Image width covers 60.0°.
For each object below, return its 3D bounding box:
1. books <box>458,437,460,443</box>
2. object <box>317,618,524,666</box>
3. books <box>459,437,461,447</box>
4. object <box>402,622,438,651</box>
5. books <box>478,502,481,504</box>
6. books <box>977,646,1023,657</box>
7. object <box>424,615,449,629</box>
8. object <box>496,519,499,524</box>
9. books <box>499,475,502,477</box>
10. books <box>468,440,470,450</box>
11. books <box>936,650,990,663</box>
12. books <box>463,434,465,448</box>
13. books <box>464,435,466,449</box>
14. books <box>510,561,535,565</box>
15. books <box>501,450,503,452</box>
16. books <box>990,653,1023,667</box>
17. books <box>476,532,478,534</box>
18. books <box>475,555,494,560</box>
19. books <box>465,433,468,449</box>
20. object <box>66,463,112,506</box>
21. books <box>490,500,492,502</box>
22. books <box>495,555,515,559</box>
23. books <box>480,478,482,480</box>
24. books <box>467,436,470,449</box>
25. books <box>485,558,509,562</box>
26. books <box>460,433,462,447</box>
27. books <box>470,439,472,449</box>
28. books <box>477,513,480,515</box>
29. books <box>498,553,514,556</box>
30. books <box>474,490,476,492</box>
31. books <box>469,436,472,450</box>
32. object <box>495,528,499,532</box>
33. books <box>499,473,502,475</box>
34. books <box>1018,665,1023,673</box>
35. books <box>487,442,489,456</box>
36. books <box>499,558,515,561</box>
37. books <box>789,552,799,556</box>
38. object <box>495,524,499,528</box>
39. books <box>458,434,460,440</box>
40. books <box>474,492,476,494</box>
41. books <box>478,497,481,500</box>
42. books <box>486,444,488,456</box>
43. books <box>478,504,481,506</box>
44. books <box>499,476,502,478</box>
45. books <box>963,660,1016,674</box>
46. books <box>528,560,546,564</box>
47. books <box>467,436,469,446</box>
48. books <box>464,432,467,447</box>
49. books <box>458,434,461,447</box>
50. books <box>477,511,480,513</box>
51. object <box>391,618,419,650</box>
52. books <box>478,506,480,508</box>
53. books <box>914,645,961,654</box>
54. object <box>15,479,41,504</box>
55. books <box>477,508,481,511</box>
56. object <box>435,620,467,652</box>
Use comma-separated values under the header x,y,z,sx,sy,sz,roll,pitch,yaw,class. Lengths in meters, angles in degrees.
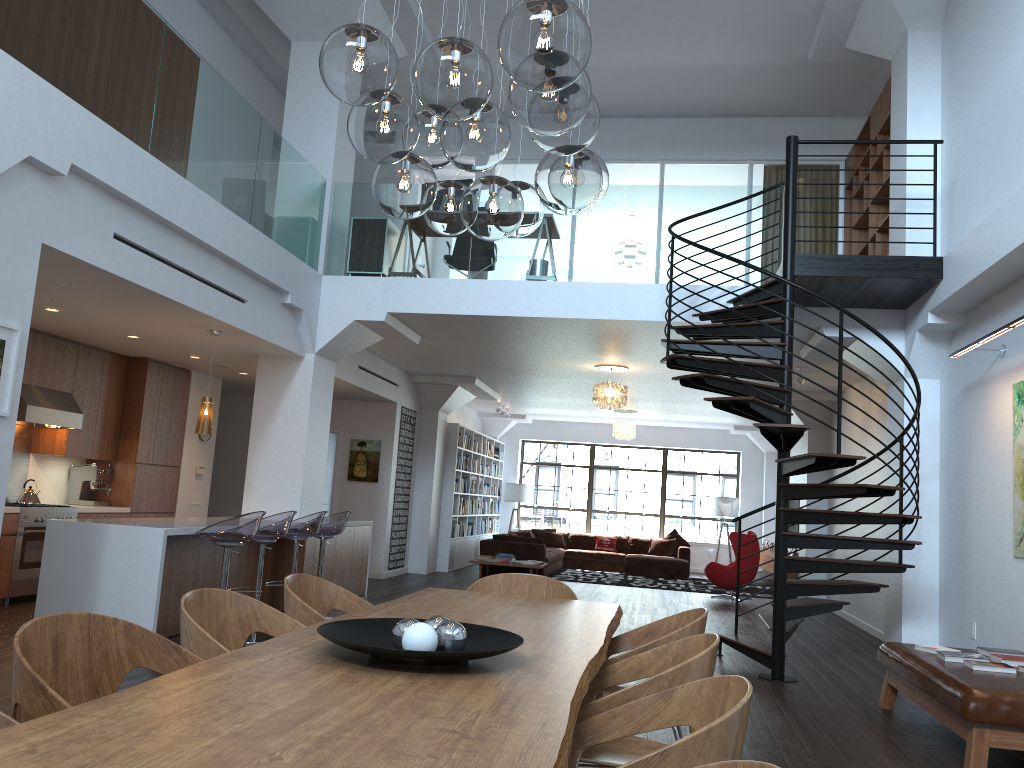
x,y,z,sx,sy,sz,roll,pitch,yaw,class
-0.971,0.941,14.773,0.167,0.210,0.162,3,-8,10,books
-0.262,0.749,2.546,0.592,0.066,0.592,9,-9,-32,object
-0.944,0.948,14.869,0.161,0.222,0.084,3,-8,10,books
-0.255,0.712,2.455,0.100,0.100,0.100,9,-9,-35,object
-0.714,2.243,16.732,0.223,0.032,0.161,3,-8,10,books
3.081,1.689,5.550,0.254,0.044,0.183,3,-8,4,books
-0.219,0.732,2.610,0.100,0.100,0.100,9,-9,-35,object
-0.463,2.876,18.567,0.316,0.088,0.410,3,-8,10,object
-0.376,1.925,18.689,0.284,0.033,0.197,0,-8,24,books
-0.830,1.039,15.565,0.174,0.243,0.085,3,-8,10,books
2.673,1.623,5.258,0.247,0.040,0.185,2,-8,13,books
-0.899,0.980,15.181,0.170,0.251,0.118,3,-8,10,books
-0.887,0.992,15.232,0.174,0.242,0.105,3,-8,10,books
0.158,2.730,13.582,0.231,0.040,0.342,10,-10,-40,books
-0.279,1.524,18.920,0.140,0.231,0.042,3,-8,10,books
3.011,1.642,5.242,0.283,0.043,0.197,3,-8,9,books
-0.803,2.792,16.625,0.284,0.035,0.197,3,-8,10,books
-0.425,2.746,14.035,0.241,0.045,0.334,2,-8,11,books
-0.872,0.989,15.384,0.197,0.290,0.136,3,-8,10,books
-4.443,1.077,9.465,0.439,0.455,0.284,3,-8,10,object
-0.523,2.344,17.821,0.223,0.031,0.161,3,-8,10,books
-0.104,2.737,14.049,0.279,0.035,0.191,1,-8,20,books
-0.689,1.778,16.690,0.224,0.030,0.161,1,-8,20,books
-0.840,1.023,15.480,0.182,0.253,0.098,3,-8,10,books
-0.236,2.714,13.658,0.236,0.035,0.340,-1,-9,34,books
-0.938,0.944,14.944,0.170,0.251,0.118,3,-8,10,books
-0.813,1.067,15.734,0.167,0.233,0.077,3,-8,10,books
-0.739,2.432,16.696,0.246,0.038,0.171,3,-8,10,books
-0.098,2.706,14.050,0.224,0.027,0.157,2,-8,15,books
-0.766,1.961,16.307,0.160,0.039,0.251,2,-8,15,books
-0.815,1.048,15.666,0.182,0.255,0.077,3,-8,10,books
-0.467,3.050,18.543,0.331,0.088,0.410,3,-8,10,object
-0.372,1.892,18.689,0.254,0.032,0.174,-3,-10,44,books
2.961,1.600,4.917,0.224,0.036,0.161,3,-8,4,books
-0.548,1.270,17.362,0.176,0.290,0.053,3,-8,10,books
-0.103,2.773,14.039,0.312,0.037,0.216,4,-7,0,books
4.717,2.839,14.803,0.250,0.053,0.400,3,-8,10,books
-0.461,2.963,18.554,0.331,0.088,0.410,3,-8,10,object
-0.976,0.926,14.683,0.182,0.215,0.188,3,-8,10,books
-0.765,2.000,16.303,0.171,0.039,0.246,3,-8,10,books
-0.699,2.157,16.728,0.185,0.041,0.129,1,-8,24,books
-0.560,1.281,17.278,0.171,0.246,0.057,3,-8,10,books
-0.724,2.276,16.722,0.253,0.040,0.183,3,-8,10,books
-0.378,1.959,18.685,0.284,0.035,0.197,-2,-10,39,books
2.687,1.590,4.990,0.224,0.032,0.161,3,-8,10,books
0.366,2.785,13.892,0.256,0.035,0.350,-1,-9,35,books
-0.848,1.020,15.448,0.159,0.248,0.089,3,-8,10,books
-0.877,0.980,15.322,0.176,0.293,0.125,3,-8,10,books
-0.952,0.946,14.835,0.161,0.218,0.101,3,-8,10,books
-0.738,2.395,16.704,0.251,0.037,0.160,2,-8,15,books
-0.297,0.724,2.548,0.100,0.100,0.100,9,-9,-35,object
-0.721,2.317,16.724,0.231,0.044,0.168,3,-8,5,books
2.674,1.671,5.578,0.161,0.031,0.223,6,-8,-12,books
-4.669,1.038,8.589,0.222,0.235,0.222,6,-8,-15,object
-0.735,2.361,16.734,0.259,0.040,0.180,3,-8,10,books
-0.176,0.723,2.518,0.100,0.100,0.100,9,-9,-35,object
